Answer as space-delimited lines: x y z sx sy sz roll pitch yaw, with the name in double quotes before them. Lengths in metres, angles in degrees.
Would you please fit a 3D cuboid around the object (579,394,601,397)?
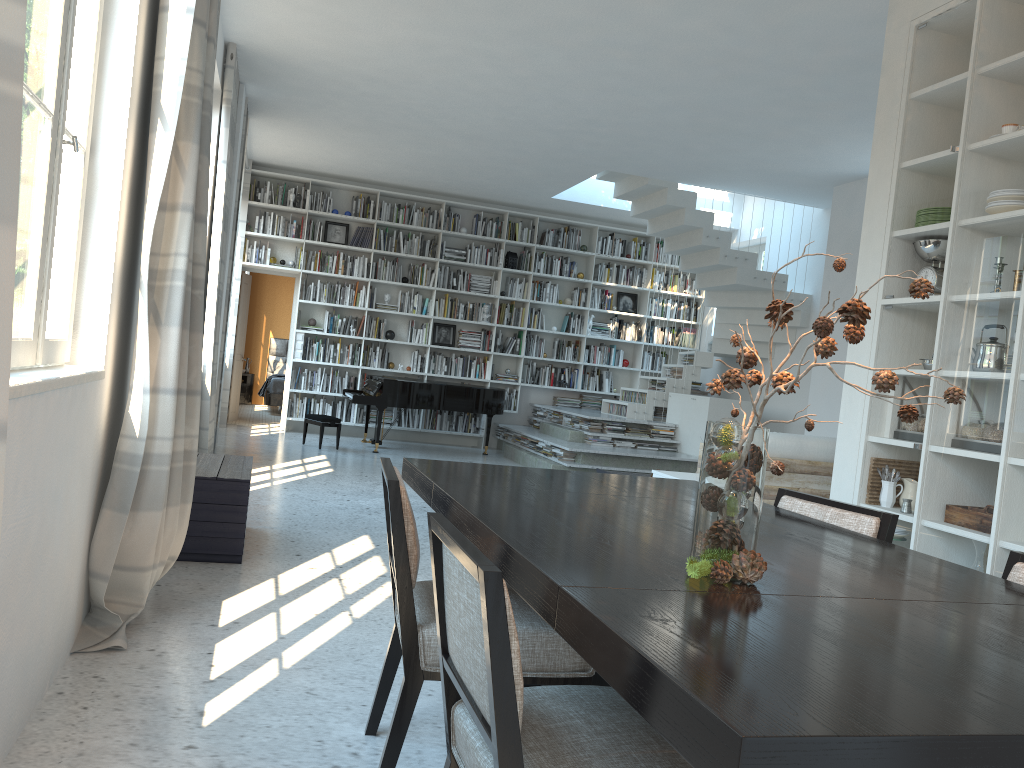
"object" 1.082 0.160 12.180 0.285 0.005 0.159 6 1 -11

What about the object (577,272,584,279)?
"object" 0.923 -1.454 11.955 0.100 0.102 0.100 5 2 -38

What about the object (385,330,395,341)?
"object" -1.566 -0.626 11.384 0.133 0.135 0.134 7 1 33

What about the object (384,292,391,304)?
"object" -1.600 -1.096 11.369 0.095 0.157 0.121 6 1 -2

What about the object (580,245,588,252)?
"object" 0.965 -1.820 11.939 0.104 0.105 0.104 7 1 33

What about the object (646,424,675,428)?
"object" 1.711 0.472 10.233 0.284 0.030 0.177 6 1 -16

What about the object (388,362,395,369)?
"object" -1.557 -0.236 11.420 0.091 0.092 0.091 5 2 -38

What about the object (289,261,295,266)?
"object" -2.733 -1.494 10.994 0.071 0.072 0.071 5 2 -38

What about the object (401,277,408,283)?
"object" -1.377 -1.327 11.376 0.097 0.098 0.097 7 1 33

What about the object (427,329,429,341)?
"object" -1.110 -0.619 11.554 0.017 0.216 0.103 6 2 -16

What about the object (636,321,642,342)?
"object" 1.747 -0.718 12.166 0.087 0.288 0.075 7 2 19

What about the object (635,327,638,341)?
"object" 1.708 -0.689 12.300 0.022 0.212 0.178 6 1 -16

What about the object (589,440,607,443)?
"object" 0.963 0.640 9.925 0.204 0.004 0.139 6 1 -13

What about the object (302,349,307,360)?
"object" -2.576 -0.367 10.996 0.045 0.146 0.045 7 2 23

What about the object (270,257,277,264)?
"object" -2.937 -1.523 10.907 0.086 0.088 0.087 7 1 33

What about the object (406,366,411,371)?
"object" -1.333 -0.197 11.440 0.061 0.062 0.061 7 1 33

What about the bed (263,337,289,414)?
"bed" -3.094 -0.081 14.495 1.771 1.180 2.172 6 1 -16

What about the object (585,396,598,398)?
"object" 1.077 0.175 12.191 0.254 0.006 0.160 6 1 -16

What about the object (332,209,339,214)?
"object" -2.214 -2.146 11.103 0.082 0.083 0.082 5 2 -38

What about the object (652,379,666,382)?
"object" 1.896 -0.040 11.360 0.161 0.025 0.174 6 1 -12

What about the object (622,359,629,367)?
"object" 1.560 -0.286 12.260 0.115 0.116 0.115 5 2 -38

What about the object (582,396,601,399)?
"object" 1.076 0.181 12.191 0.254 0.006 0.160 6 1 -16

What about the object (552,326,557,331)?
"object" 0.568 -0.739 11.935 0.071 0.072 0.071 7 1 33

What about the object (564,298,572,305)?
"object" 0.754 -1.110 12.013 0.112 0.113 0.111 5 2 -38

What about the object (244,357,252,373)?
"object" -4.481 -0.314 15.025 0.091 0.268 0.091 7 2 30

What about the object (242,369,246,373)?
"object" -4.539 -0.215 14.912 0.118 0.061 0.118 6 1 -8

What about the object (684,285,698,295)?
"object" 2.490 -1.306 12.352 0.203 0.137 0.095 6 1 0

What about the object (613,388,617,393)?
"object" 1.412 0.088 12.265 0.071 0.072 0.071 7 1 33

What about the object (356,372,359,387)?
"object" -1.991 -0.006 11.349 0.017 0.290 0.089 6 2 -16

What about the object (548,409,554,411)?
"object" 0.575 0.341 11.374 0.144 0.005 0.257 6 1 -16

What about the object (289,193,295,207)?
"object" -2.695 -2.240 10.849 0.067 0.198 0.067 7 2 27

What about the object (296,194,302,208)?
"object" -2.617 -2.232 10.871 0.067 0.198 0.067 7 2 27

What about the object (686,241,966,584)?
"object" 0.504 0.063 1.553 0.317 0.601 0.541 5 2 -45

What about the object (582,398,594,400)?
"object" 1.070 0.207 12.191 0.254 0.006 0.160 6 1 -16

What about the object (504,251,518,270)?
"object" -0.011 -1.627 11.701 0.135 0.248 0.135 6 2 -26

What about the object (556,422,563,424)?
"object" 0.628 0.487 11.099 0.145 0.010 0.266 6 1 -20

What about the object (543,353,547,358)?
"object" 0.436 -0.383 11.955 0.071 0.072 0.071 7 1 33

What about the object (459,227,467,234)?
"object" -0.636 -1.990 11.540 0.105 0.106 0.104 5 2 -38

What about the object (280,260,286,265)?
"object" -2.840 -1.505 10.985 0.071 0.072 0.071 5 2 -38

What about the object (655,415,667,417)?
"object" 2.171 0.453 12.516 0.368 0.007 0.205 6 1 -6

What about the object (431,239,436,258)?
"object" -0.999 -1.733 11.352 0.075 0.255 0.075 5 2 -37

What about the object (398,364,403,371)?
"object" -1.425 -0.221 11.389 0.060 0.095 0.078 6 1 1

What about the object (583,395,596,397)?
"object" 1.078 0.165 12.189 0.254 0.006 0.160 6 1 -15

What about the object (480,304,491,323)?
"object" -0.339 -0.918 11.586 0.138 0.244 0.137 7 2 40

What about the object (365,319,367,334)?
"object" -1.875 -0.727 11.331 0.012 0.270 0.130 6 2 -16

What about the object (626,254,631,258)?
"object" 1.590 -1.738 12.117 0.071 0.072 0.071 7 1 33

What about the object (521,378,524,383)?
"object" 0.128 -0.048 11.885 0.071 0.072 0.071 7 1 33

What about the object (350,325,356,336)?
"object" -1.998 -0.671 11.118 0.082 0.140 0.044 5 2 -32

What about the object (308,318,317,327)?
"object" -2.504 -0.770 11.116 0.105 0.106 0.105 5 2 -38

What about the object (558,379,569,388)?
"object" 0.694 -0.005 11.891 0.160 0.114 0.064 6 2 -28

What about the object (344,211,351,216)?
"object" -2.064 -2.130 11.146 0.082 0.083 0.082 5 2 -38

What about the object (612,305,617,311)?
"object" 1.390 -1.032 12.166 0.091 0.092 0.091 7 1 33

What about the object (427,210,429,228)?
"object" -1.097 -2.111 11.452 0.010 0.247 0.157 6 1 -16

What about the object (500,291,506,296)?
"object" -0.120 -1.185 11.667 0.071 0.072 0.071 7 1 33

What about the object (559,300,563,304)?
"object" 0.648 -1.099 11.960 0.068 0.068 0.068 5 2 -38

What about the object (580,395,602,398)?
"object" 1.077 0.170 12.192 0.285 0.005 0.159 6 1 -16

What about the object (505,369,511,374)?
"object" -0.055 -0.167 11.745 0.071 0.072 0.071 7 1 33

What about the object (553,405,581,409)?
"object" 0.739 0.310 12.092 0.346 0.007 0.193 6 1 -21

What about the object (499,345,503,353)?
"object" -0.145 -0.463 11.640 0.054 0.113 0.079 6 1 -17
